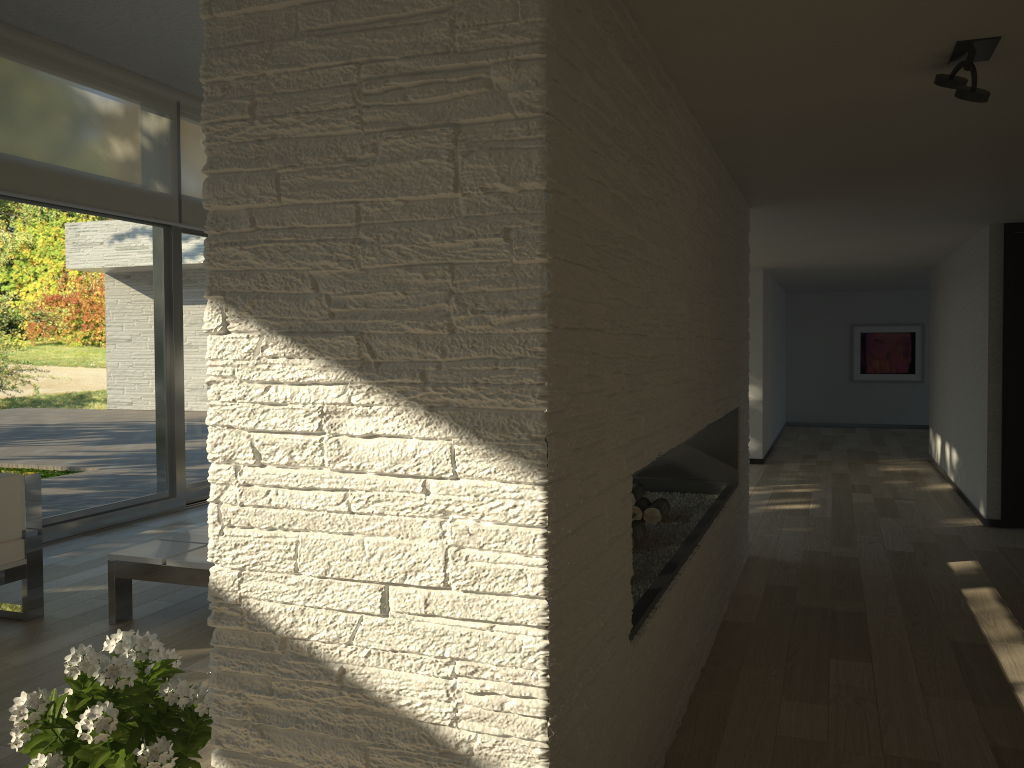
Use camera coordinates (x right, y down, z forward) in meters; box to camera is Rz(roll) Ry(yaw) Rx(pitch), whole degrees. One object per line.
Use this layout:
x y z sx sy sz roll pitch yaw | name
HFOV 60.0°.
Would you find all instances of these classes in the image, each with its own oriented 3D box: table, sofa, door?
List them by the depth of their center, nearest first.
-2.567 0.756 2.826 1.545 0.654 2.405 0 2 20 | sofa
-0.957 0.863 4.181 1.220 0.305 1.221 1 2 20 | table
-1.655 -0.081 6.139 19.440 2.373 22.957 1 3 20 | door

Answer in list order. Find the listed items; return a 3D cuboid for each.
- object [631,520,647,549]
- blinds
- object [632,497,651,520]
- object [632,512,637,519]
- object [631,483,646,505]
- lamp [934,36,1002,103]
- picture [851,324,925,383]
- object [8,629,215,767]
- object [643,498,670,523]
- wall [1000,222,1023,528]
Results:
0.459 0.582 3.427 0.082 0.073 0.237 0 2 19 | object
-3.061 -1.551 4.638 0.056 0.983 11.534 0 2 20 | blinds
0.564 0.560 3.949 0.076 0.076 0.236 0 2 19 | object
0.432 0.539 3.461 0.064 0.060 0.229 0 2 21 | object
0.535 0.495 3.968 0.082 0.073 0.237 0 2 19 | object
1.199 -0.802 2.348 0.135 0.153 0.234 0 2 20 | lamp
5.325 -0.435 12.567 0.958 0.828 0.017 0 2 20 | picture
-0.839 0.830 1.915 0.405 0.571 0.431 1 3 42 | object
0.642 0.560 3.932 0.082 0.073 0.237 0 2 19 | object
3.578 -0.047 5.542 0.920 1.947 0.108 0 2 20 | wall
